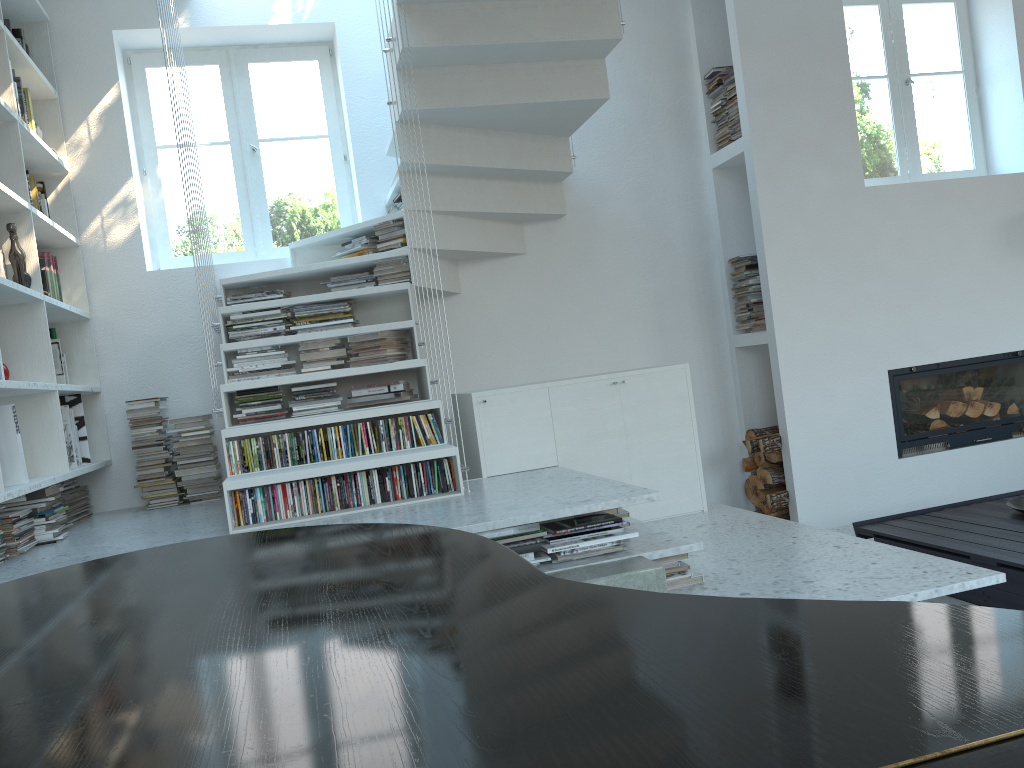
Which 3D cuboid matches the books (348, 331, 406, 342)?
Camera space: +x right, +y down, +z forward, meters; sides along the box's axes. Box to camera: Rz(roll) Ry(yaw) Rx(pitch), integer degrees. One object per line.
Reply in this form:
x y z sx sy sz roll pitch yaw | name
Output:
-0.595 -0.210 3.925 0.157 0.025 0.233 -7 1 24 | books

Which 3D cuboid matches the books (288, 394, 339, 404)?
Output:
-0.850 0.066 3.817 0.219 0.013 0.149 -8 1 -8 | books

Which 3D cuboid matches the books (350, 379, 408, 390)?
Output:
-0.565 0.003 3.794 0.212 0.014 0.168 -8 1 6 | books

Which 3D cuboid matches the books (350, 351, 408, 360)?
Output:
-0.587 -0.125 3.928 0.180 0.011 0.221 -7 1 18 | books

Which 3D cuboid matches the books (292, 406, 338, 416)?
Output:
-0.845 0.116 3.823 0.198 0.013 0.137 -8 1 -7 | books

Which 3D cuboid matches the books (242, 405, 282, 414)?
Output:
-1.065 0.108 3.769 0.166 0.015 0.145 -8 1 -19 | books

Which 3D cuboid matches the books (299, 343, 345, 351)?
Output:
-0.843 -0.162 3.939 0.156 0.012 0.218 -8 1 3 | books

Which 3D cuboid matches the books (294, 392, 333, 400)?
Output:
-0.849 0.053 3.803 0.155 0.012 0.189 -8 1 -11 | books

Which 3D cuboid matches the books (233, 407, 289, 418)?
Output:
-1.059 0.121 3.756 0.225 0.012 0.159 -8 1 -6 | books

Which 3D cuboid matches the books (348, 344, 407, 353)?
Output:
-0.592 -0.156 3.928 0.171 0.011 0.231 -7 1 23 | books

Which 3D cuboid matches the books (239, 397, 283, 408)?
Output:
-1.068 0.079 3.769 0.181 0.022 0.140 -8 1 -20 | books

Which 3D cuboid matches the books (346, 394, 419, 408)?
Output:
-0.554 0.072 3.804 0.288 0.017 0.136 -7 1 9 | books

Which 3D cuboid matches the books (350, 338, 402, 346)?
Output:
-0.598 -0.184 3.928 0.179 0.016 0.184 -7 1 15 | books

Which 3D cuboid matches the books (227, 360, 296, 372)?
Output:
-1.119 -0.078 3.960 0.296 0.012 0.145 -8 1 -15 | books

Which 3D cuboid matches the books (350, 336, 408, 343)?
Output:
-0.585 -0.196 3.923 0.161 0.005 0.254 -7 1 19 | books

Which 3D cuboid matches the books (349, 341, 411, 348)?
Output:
-0.580 -0.175 3.923 0.146 0.007 0.295 -7 1 21 | books

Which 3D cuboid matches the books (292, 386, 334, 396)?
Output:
-0.858 0.030 3.828 0.178 0.017 0.133 -8 1 -10 | books

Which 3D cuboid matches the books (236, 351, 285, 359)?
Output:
-1.120 -0.125 3.939 0.203 0.011 0.173 -8 1 -19 | books

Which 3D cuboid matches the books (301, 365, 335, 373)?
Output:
-0.860 -0.066 3.936 0.128 0.016 0.184 -8 1 -6 | books

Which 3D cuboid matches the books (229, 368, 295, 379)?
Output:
-1.115 -0.044 3.963 0.288 0.017 0.136 -8 1 -16 | books

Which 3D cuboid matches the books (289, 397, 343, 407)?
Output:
-0.845 0.079 3.805 0.225 0.014 0.184 -8 1 -16 | books

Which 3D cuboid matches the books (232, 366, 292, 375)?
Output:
-1.116 -0.057 3.960 0.254 0.010 0.138 -8 1 -17 | books

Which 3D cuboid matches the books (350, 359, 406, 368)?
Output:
-0.590 -0.093 3.932 0.183 0.012 0.205 -7 1 14 | books

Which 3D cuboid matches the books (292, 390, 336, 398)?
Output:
-0.857 0.043 3.834 0.185 0.008 0.129 -8 1 -15 | books

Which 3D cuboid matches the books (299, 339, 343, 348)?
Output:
-0.847 -0.176 3.938 0.190 0.017 0.166 -8 1 -11 | books

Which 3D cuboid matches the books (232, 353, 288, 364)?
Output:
-1.122 -0.111 3.955 0.239 0.017 0.149 -8 1 -16 | books

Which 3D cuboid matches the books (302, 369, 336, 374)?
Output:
-0.855 -0.055 3.937 0.132 0.007 0.162 -8 1 -5 | books

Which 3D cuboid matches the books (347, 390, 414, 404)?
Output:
-0.559 0.055 3.783 0.240 0.019 0.171 -7 1 11 | books

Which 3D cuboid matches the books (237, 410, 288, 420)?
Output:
-1.059 0.131 3.759 0.216 0.009 0.158 -8 1 -20 | books

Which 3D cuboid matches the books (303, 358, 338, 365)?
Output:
-0.851 -0.096 3.937 0.155 0.013 0.139 -8 1 -12 | books

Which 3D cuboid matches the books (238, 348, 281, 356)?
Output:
-1.124 -0.137 3.949 0.180 0.014 0.157 -8 1 -18 | books

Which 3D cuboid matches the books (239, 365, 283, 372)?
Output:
-1.115 -0.067 3.951 0.179 0.010 0.160 -8 1 -11 | books

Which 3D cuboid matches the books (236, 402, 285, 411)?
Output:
-1.068 0.095 3.776 0.198 0.010 0.132 -8 1 -10 | books

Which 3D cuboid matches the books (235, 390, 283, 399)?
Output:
-1.072 0.047 3.763 0.195 0.012 0.161 -8 1 -16 | books

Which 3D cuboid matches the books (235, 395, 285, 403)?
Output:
-1.069 0.064 3.762 0.208 0.009 0.160 -8 1 -18 | books

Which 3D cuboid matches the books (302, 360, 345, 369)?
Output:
-0.833 -0.085 3.941 0.177 0.014 0.200 -8 1 -9 | books

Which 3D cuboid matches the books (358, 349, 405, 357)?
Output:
-0.575 -0.139 3.924 0.138 0.014 0.214 -7 1 14 | books

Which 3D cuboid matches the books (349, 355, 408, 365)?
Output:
-0.587 -0.106 3.930 0.189 0.013 0.215 -7 1 19 | books

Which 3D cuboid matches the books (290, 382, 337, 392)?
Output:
-0.854 0.014 3.804 0.193 0.014 0.177 -8 1 -19 | books

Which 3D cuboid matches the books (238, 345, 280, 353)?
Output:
-1.127 -0.151 3.952 0.180 0.014 0.157 -8 1 -16 | books

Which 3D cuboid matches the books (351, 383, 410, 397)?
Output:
-0.561 0.024 3.806 0.222 0.028 0.141 -8 1 5 | books

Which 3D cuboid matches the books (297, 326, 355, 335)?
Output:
-0.857 -0.244 4.121 0.258 0.013 0.136 -8 1 -2 | books

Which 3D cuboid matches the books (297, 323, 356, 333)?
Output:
-0.859 -0.258 4.122 0.249 0.014 0.130 -8 1 -1 | books

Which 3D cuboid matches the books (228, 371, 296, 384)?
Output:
-1.107 -0.027 3.939 0.287 0.018 0.190 -8 1 -15 | books

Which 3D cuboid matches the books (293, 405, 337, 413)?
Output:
-0.846 0.105 3.823 0.188 0.008 0.147 -8 1 -10 | books

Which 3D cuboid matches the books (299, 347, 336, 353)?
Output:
-0.861 -0.147 3.935 0.129 0.012 0.159 -8 1 1 | books

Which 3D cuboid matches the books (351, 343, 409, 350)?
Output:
-0.579 -0.167 3.923 0.146 0.007 0.295 -7 1 17 | books

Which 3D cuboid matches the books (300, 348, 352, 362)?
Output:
-0.826 -0.128 3.942 0.221 0.036 0.178 -8 1 -9 | books

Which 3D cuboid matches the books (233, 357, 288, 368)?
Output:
-1.121 -0.094 3.961 0.230 0.019 0.143 -8 1 -15 | books

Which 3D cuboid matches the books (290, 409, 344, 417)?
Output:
-0.838 0.124 3.801 0.223 0.004 0.191 -8 1 -18 | books

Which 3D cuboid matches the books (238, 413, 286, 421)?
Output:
-1.056 0.139 3.752 0.195 0.007 0.189 -8 1 -16 | books

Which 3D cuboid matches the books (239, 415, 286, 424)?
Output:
-1.063 0.149 3.785 0.188 0.014 0.130 -8 1 -14 | books

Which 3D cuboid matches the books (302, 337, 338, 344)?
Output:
-0.854 -0.188 3.937 0.155 0.009 0.155 -8 1 -14 | books

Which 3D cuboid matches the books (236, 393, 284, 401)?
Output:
-1.066 0.056 3.744 0.188 0.006 0.198 -8 1 -17 | books

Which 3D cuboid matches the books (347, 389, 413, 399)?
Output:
-0.559 0.041 3.799 0.254 0.007 0.161 -8 1 6 | books

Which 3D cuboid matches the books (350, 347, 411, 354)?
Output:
-0.577 -0.150 3.923 0.146 0.006 0.295 -7 1 21 | books

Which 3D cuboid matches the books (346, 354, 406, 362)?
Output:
-0.598 -0.114 3.933 0.189 0.007 0.254 -7 1 14 | books

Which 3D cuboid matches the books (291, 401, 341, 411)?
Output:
-0.844 0.093 3.806 0.207 0.016 0.175 -8 1 -19 | books

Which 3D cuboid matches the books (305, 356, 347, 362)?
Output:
-0.828 -0.107 3.942 0.181 0.005 0.188 -8 1 -14 | books
